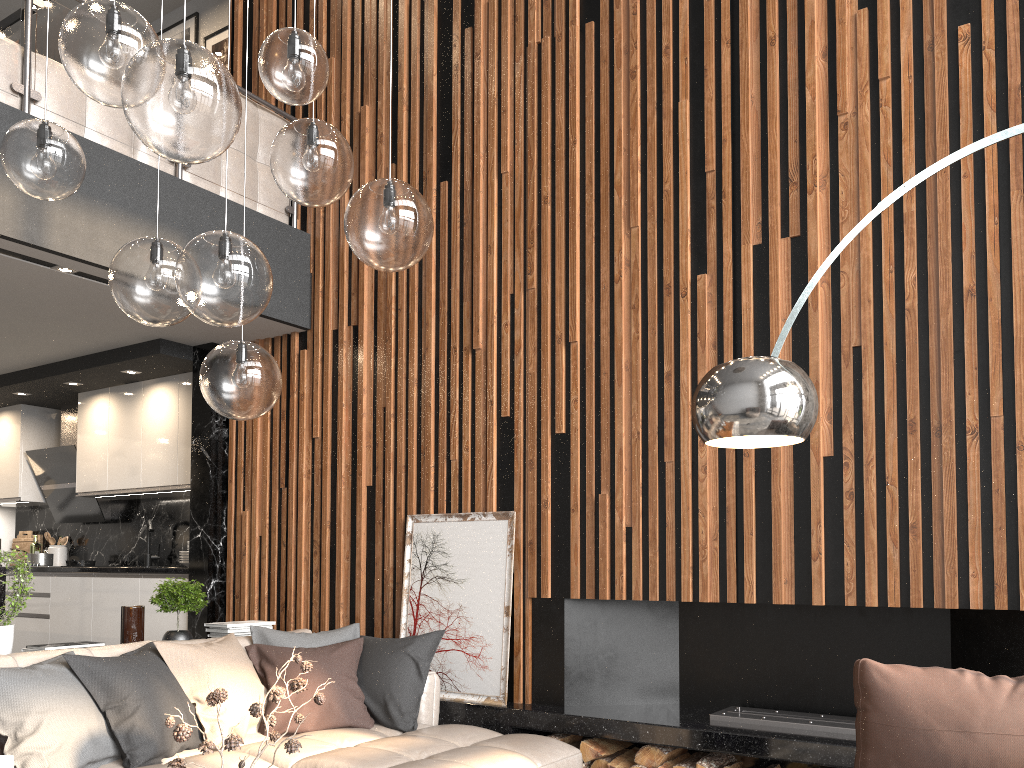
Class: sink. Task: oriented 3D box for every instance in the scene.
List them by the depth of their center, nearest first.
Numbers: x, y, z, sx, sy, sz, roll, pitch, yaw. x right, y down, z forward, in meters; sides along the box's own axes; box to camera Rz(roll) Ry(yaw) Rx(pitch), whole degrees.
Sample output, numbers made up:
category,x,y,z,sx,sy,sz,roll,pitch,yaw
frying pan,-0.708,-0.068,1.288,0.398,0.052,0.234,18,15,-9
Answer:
category,x,y,z,sx,sy,sz,roll,pitch,yaw
sink,-2.936,1.311,6.767,1.117,0.541,0.504,-6,-9,33

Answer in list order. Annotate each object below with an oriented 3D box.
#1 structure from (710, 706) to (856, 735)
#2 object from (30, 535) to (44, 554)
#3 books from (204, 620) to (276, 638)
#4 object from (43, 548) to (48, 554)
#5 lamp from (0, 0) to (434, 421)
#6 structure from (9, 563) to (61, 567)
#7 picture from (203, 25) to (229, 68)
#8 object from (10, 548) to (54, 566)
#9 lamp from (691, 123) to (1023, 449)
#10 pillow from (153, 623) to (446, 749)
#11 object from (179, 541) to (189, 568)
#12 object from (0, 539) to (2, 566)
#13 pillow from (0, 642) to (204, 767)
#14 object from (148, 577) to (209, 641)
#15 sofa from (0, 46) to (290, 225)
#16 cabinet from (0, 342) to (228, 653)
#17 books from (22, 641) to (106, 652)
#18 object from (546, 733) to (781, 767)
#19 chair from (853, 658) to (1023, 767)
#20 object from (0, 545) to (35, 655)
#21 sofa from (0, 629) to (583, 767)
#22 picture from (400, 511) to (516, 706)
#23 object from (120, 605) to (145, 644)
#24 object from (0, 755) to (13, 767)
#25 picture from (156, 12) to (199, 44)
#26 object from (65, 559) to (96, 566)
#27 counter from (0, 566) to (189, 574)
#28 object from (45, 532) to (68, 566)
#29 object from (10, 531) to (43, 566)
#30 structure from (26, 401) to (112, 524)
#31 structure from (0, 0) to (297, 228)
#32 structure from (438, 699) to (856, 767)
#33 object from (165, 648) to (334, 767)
category,x,y,z,sx,sy,sz,roll,pitch,yaw
structure,1.294,1.546,3.982,0.714,0.101,0.303,-7,-13,33
object,-4.267,1.499,7.866,0.082,0.280,0.090,-2,-4,34
books,-1.513,1.404,4.876,0.200,0.148,0.337,-5,-12,33
object,-4.206,1.548,7.811,0.273,0.161,0.182,-6,-10,33
lamp,-0.732,-2.443,2.333,1.234,4.941,1.240,-2,-4,30
structure,-3.784,1.525,7.302,0.603,0.059,0.517,-7,-14,33
picture,-2.240,-2.579,6.826,0.506,0.406,0.025,-5,-5,33
object,-4.020,1.460,7.361,0.349,0.152,0.203,-4,-10,24
lamp,1.474,0.451,2.123,2.033,2.309,0.323,-1,-3,10
pillow,-1.031,1.472,4.285,1.388,0.541,0.772,5,-10,-26
object,-2.287,1.254,6.441,0.306,0.193,0.304,-7,-11,36
object,-4.820,1.483,7.992,0.067,0.368,0.325,-2,-7,33
pillow,-1.882,1.234,3.185,0.545,0.491,1.969,-5,-12,32
object,-1.755,1.216,4.593,0.309,0.403,0.275,1,-6,-7
sofa,-2.921,-1.383,5.257,2.297,0.771,2.309,-7,-13,33
cabinet,-4.367,0.761,5.910,6.230,3.205,3.665,-6,-10,33
books,-2.102,1.260,4.071,0.205,0.098,0.330,-6,-13,33
object,1.792,1.706,3.354,4.058,0.386,0.441,-8,-11,34
chair,1.219,1.137,1.988,1.487,0.887,1.464,6,-11,-30
object,-2.277,0.967,3.791,0.216,0.569,0.390,-1,-6,14
sofa,-1.272,1.426,3.227,1.884,0.807,3.289,-7,-13,33
picture,-0.306,1.187,4.695,0.732,0.987,0.102,-4,-4,33
object,-1.895,1.240,4.369,0.109,0.265,0.110,-3,-5,39
object,-1.060,1.023,1.969,0.318,0.393,0.322,5,-8,-37
picture,-2.936,-2.607,7.286,0.996,0.648,0.025,-6,-5,33
object,-3.617,1.481,7.260,0.232,0.059,0.358,-2,-12,12
counter,-3.425,1.497,7.064,3.473,0.039,0.619,-8,-14,33
object,-3.988,1.454,7.690,0.158,0.301,0.176,-3,-6,36
object,-4.484,1.519,8.074,0.402,0.327,0.098,-5,-6,33
structure,-3.726,0.660,7.426,0.740,1.019,0.417,-4,-5,33
structure,-3.892,-1.488,4.689,3.391,0.730,4.281,-7,-14,33
structure,0.894,1.806,4.156,6.561,0.453,0.676,-8,-12,33
object,-0.658,0.997,2.313,0.317,0.595,0.551,0,-7,4
